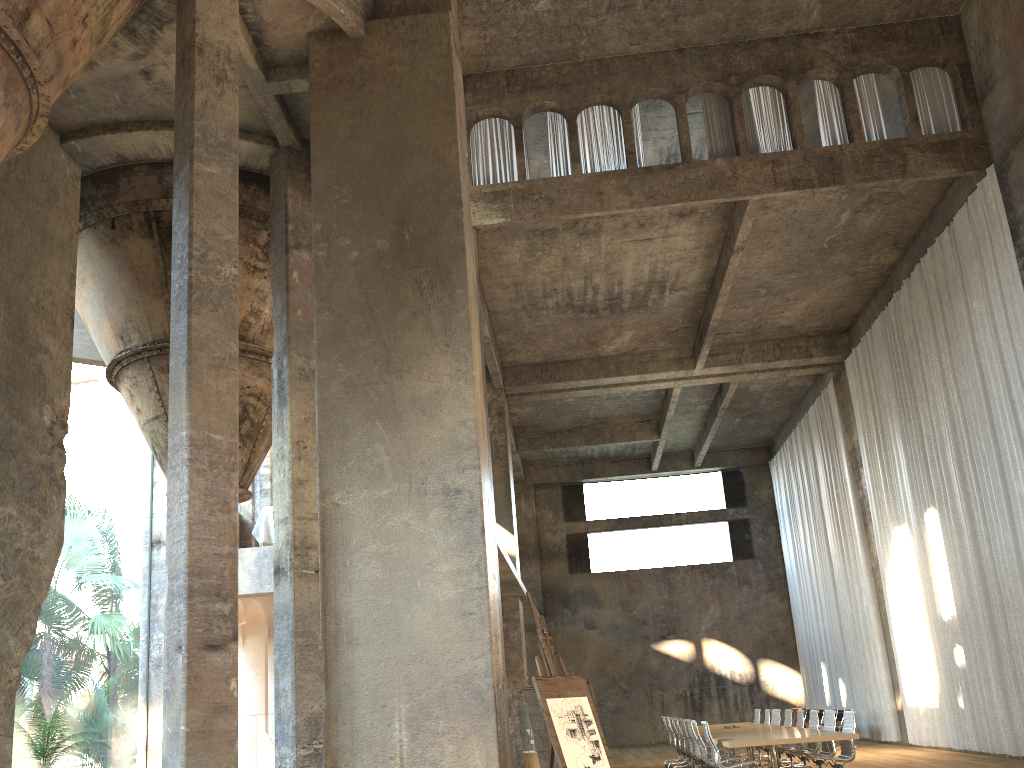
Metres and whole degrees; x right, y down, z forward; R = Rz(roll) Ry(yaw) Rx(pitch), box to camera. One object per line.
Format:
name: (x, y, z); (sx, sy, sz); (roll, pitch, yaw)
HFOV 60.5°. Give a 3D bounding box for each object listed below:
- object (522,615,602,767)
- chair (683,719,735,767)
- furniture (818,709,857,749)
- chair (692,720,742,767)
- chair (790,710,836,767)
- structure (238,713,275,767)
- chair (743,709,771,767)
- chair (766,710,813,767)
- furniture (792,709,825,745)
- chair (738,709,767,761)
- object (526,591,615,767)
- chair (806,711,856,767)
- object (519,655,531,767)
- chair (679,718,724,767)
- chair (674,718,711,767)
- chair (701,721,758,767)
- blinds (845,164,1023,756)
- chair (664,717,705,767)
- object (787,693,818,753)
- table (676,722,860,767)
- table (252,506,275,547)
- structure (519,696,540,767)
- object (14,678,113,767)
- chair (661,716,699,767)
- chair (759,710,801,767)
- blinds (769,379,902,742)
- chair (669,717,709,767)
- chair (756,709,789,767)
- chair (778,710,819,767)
object: (0.446, 3.032, 7.417); (0.713, 2.075, 0.696); (-14, -18, 34)
chair: (3.003, 5.615, 13.384); (0.699, 0.991, 0.688); (-5, -16, 3)
furniture: (7.381, 8.022, 20.462); (0.709, 0.813, 1.937); (-5, -19, 3)
chair: (2.940, 5.310, 12.552); (0.701, 0.991, 0.686); (-8, -16, 12)
chair: (4.338, 5.199, 12.529); (0.700, 0.991, 0.687); (-6, -16, 7)
structure: (-3.493, 5.512, 12.552); (0.595, 1.496, 0.767); (-5, -15, 3)
chair: (4.701, 6.795, 16.888); (0.701, 0.991, 0.686); (-8, -16, 12)
chair: (4.485, 5.845, 14.294); (0.701, 0.991, 0.686); (-8, -16, 12)
furniture: (7.581, 8.871, 22.782); (0.709, 0.813, 1.937); (-5, -19, 3)
chair: (4.744, 7.105, 17.729); (0.700, 0.991, 0.687); (-7, -16, 9)
object: (0.393, 2.351, 5.575); (0.693, 2.075, 0.716); (-12, -16, 29)
chair: (1.441, 5.165, 11.851); (12.959, 0.998, 32.611); (-5, -20, 3)
object: (0.411, 4.882, 12.381); (0.685, 2.075, 0.724); (-5, -14, 2)
chair: (3.087, 5.946, 14.290); (0.700, 0.991, 0.687); (-7, -16, 9)
chair: (3.164, 6.259, 15.145); (0.701, 0.991, 0.686); (-8, -16, 12)
chair: (2.903, 4.999, 11.710); (0.700, 0.991, 0.687); (-7, -16, 9)
blinds: (7.733, 2.154, 15.741); (0.275, 8.355, 8.097); (-5, -17, 4)
chair: (3.311, 6.905, 16.910); (0.700, 0.991, 0.687); (-6, -16, 7)
object: (6.088, 7.301, 18.871); (0.580, 1.254, 0.669); (-15, -19, 35)
table: (3.865, 6.146, 14.620); (1.602, 0.733, 7.985); (-5, -20, 3)
table: (-3.280, 2.409, 14.397); (1.750, 0.775, 1.154); (-5, -18, 4)
structure: (0.485, 5.457, 13.186); (0.595, 1.496, 0.767); (-5, -15, 3)
object: (-3.818, 2.908, 7.321); (0.860, 0.909, 0.711); (-6, -16, 6)
chair: (3.393, 7.242, 17.832); (0.701, 0.991, 0.687); (-7, -16, 9)
chair: (4.562, 6.158, 15.149); (0.700, 0.991, 0.687); (-7, -16, 9)
blinds: (8.459, 5.236, 24.165); (0.275, 8.355, 8.101); (-5, -17, 2)
chair: (3.236, 6.578, 16.019); (0.700, 0.991, 0.687); (-7, -16, 9)
chair: (4.629, 6.490, 16.056); (0.699, 0.991, 0.688); (-5, -16, 3)
chair: (4.413, 5.525, 13.421); (0.700, 0.991, 0.687); (-7, -16, 9)
